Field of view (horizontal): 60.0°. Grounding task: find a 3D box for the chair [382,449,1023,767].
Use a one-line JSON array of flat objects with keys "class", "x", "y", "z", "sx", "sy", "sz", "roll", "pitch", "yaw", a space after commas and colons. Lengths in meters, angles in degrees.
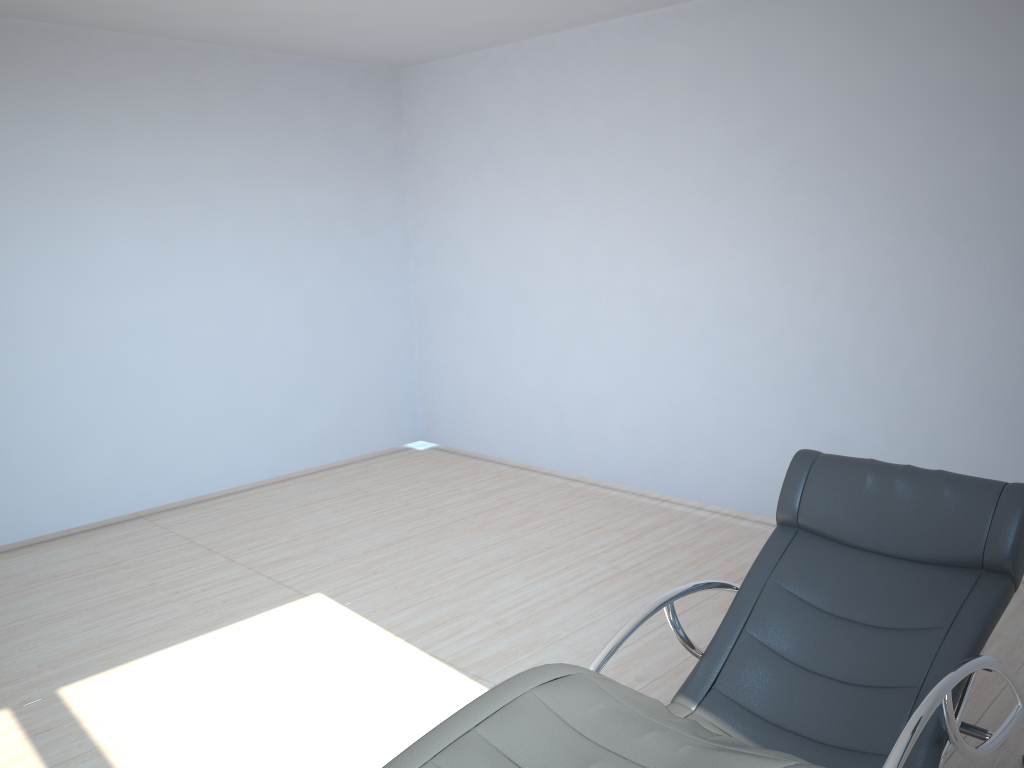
[{"class": "chair", "x": 0.659, "y": 0.851, "z": 2.274, "sx": 0.836, "sy": 0.953, "sz": 2.114, "roll": 8, "pitch": 14, "yaw": 44}]
